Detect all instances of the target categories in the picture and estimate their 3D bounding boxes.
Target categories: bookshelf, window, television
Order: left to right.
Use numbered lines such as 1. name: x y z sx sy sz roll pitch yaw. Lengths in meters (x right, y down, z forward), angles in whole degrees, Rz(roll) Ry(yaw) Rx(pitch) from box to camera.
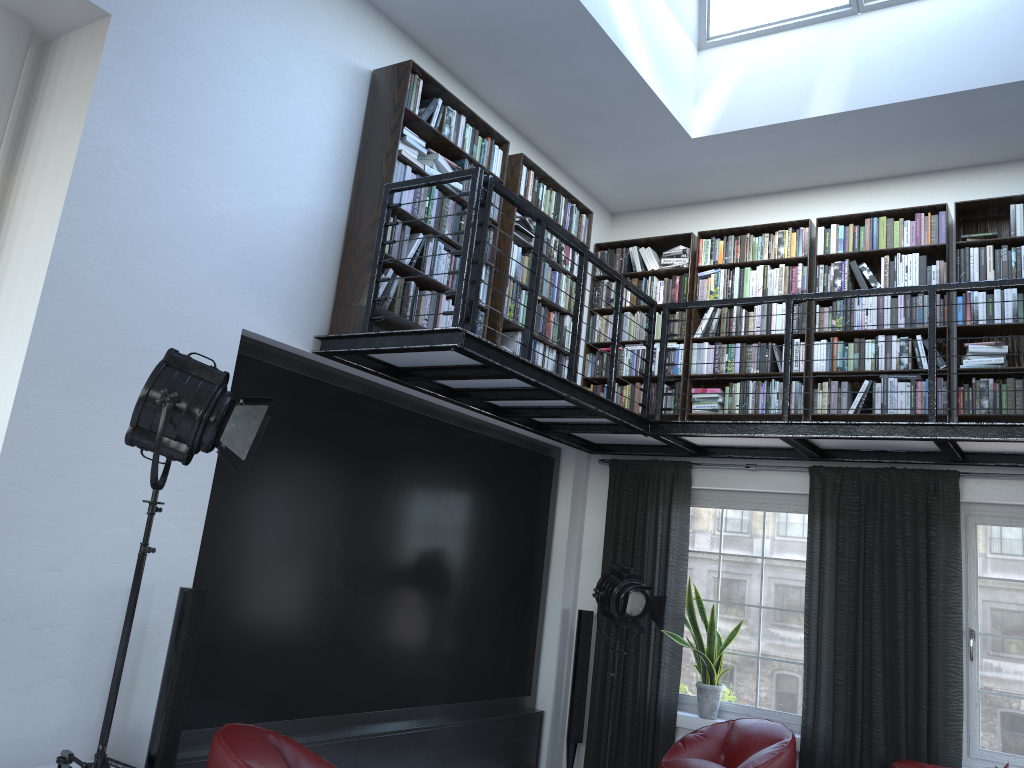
1. television: -0.621 1.301 5.377 0.116 2.448 3.326 -3 -15 33
2. window: 1.632 1.575 6.379 1.166 1.619 0.132 -2 -16 33
3. bookshelf: 1.805 -0.710 4.957 4.473 1.630 3.064 -1 -15 33
4. window: 3.314 1.543 5.288 1.166 1.619 0.132 -2 -16 33

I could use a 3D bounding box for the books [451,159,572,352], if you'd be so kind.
1. books: 1.738 -0.673 4.859 4.333 1.150 1.585 -1 -15 32

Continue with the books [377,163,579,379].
1. books: 1.600 -0.872 4.642 4.374 1.421 2.187 -1 -15 32

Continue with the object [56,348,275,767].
1. object: -1.221 0.659 3.131 0.544 1.592 0.606 10 -14 -12

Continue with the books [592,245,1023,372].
1. books: 2.533 -0.455 6.073 4.439 1.408 0.240 -1 -16 33

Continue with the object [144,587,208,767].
1. object: -1.441 1.465 3.637 0.157 1.232 0.156 3 -14 14

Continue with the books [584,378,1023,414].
1. books: 2.264 -0.582 5.697 4.432 1.441 1.275 -2 -15 34

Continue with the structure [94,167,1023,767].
1. structure: 1.207 0.733 3.945 4.486 3.383 4.579 -2 -15 33

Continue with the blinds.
1. blinds: 1.673 1.719 6.045 2.506 2.406 0.124 -2 -16 33

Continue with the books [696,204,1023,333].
1. books: 2.571 -0.741 6.156 2.635 0.835 0.211 -1 -16 33

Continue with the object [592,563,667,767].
1. object: 1.750 2.063 5.583 2.907 1.592 0.746 3 -14 17

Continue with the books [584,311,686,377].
1. books: 2.537 -0.465 6.078 4.433 1.424 0.225 -1 -16 33

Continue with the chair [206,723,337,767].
1. chair: -0.835 1.784 3.539 0.830 0.717 0.823 4 -13 13

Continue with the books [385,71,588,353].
1. books: -0.167 -0.855 5.762 0.314 1.435 2.189 -3 -15 33

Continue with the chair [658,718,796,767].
1. chair: 1.310 2.437 5.454 0.830 0.717 0.824 8 -13 -5

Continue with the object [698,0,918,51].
1. object: 2.017 -2.867 5.441 2.220 0.639 1.176 -1 -15 33

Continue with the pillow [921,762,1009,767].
1. pillow: 3.013 2.163 4.171 0.981 0.405 1.943 10 -12 -14

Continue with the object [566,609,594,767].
1. object: 0.473 2.295 6.523 0.156 1.232 0.157 18 -18 -39

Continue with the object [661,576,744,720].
1. object: 1.241 1.838 6.237 0.552 0.948 0.522 -6 -18 43

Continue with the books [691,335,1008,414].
1. books: 2.840 -0.322 5.850 3.390 1.132 0.238 -1 -16 33

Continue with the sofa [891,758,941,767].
1. sofa: 2.140 2.185 3.599 2.540 0.661 3.253 -1 -14 33

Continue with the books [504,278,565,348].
1. books: 1.901 -0.748 5.066 4.381 1.417 1.160 -1 -15 33
